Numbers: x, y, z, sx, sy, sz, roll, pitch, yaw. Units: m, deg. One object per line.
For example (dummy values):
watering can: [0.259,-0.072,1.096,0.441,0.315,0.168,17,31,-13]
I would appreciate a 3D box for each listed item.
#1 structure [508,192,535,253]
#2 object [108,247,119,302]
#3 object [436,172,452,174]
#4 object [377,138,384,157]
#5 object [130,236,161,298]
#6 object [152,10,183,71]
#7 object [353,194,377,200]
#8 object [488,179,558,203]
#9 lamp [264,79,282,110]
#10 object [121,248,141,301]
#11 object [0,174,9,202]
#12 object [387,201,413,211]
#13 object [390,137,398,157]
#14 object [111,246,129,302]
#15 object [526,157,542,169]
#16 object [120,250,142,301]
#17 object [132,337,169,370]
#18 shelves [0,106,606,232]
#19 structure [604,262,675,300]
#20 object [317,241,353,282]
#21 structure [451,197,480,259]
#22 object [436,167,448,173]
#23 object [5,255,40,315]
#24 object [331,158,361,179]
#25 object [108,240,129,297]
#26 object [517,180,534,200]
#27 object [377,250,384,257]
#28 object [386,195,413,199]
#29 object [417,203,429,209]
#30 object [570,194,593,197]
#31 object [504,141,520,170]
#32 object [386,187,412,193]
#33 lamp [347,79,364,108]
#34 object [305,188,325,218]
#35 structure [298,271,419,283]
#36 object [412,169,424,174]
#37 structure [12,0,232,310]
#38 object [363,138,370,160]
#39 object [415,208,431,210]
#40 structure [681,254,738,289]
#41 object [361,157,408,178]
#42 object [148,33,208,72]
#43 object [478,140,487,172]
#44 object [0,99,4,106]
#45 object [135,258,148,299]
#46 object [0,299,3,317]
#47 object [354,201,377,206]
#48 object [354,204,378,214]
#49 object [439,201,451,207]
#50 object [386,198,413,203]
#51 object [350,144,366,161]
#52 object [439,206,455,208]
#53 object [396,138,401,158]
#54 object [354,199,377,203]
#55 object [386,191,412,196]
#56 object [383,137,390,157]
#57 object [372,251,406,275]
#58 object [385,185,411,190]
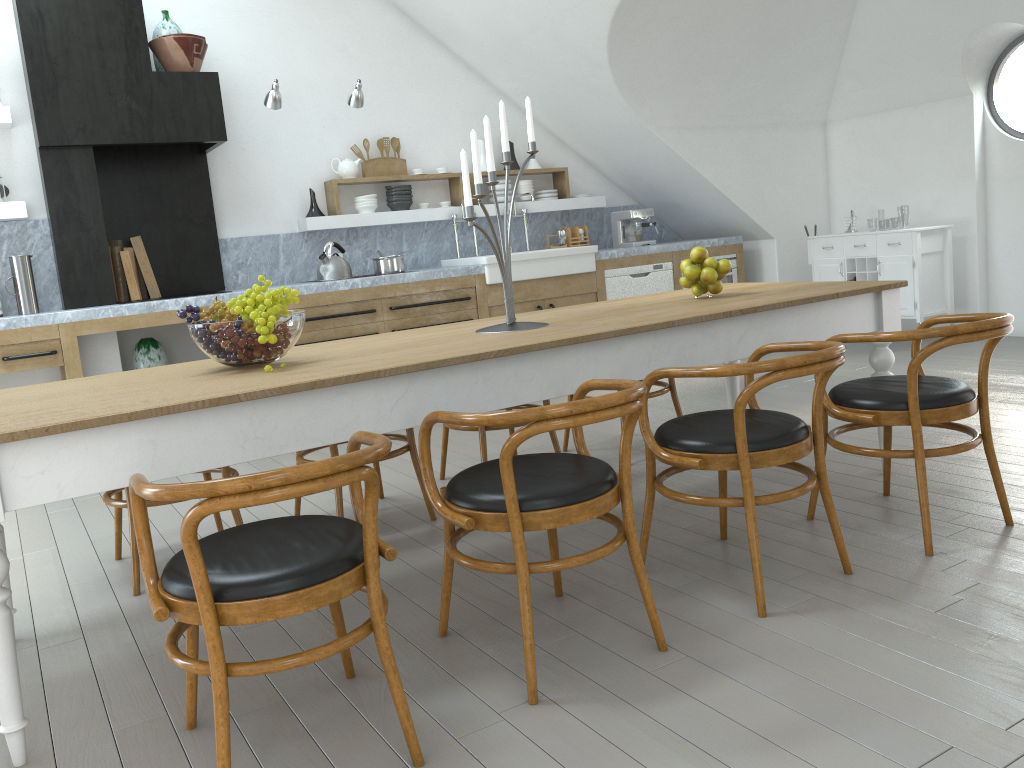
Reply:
structure: [0.129,-1.291,7.265,0.333,0.528,0.215,1,10,40]
object: [-2.601,-0.707,5.734,0.057,0.358,0.075,-8,8,-16]
object: [-0.558,-1.685,7.123,0.164,0.012,0.164,-8,9,-13]
object: [-1.003,-1.758,6.879,0.061,0.298,0.040,-10,9,-32]
object: [-2.434,-0.774,5.899,0.148,0.426,0.079,-5,8,5]
object: [-2.285,-2.235,5.929,0.231,0.501,0.232,-4,8,11]
object: [-1.119,-1.408,6.780,0.180,0.076,0.182,-5,9,7]
object: [0.097,-1.632,7.494,0.658,0.195,0.198,-11,10,-30]
lamp: [-1.530,-1.838,5.652,0.115,0.177,0.165,-7,8,-12]
object: [-2.503,-0.712,5.827,0.072,0.365,0.130,-7,8,-12]
object: [-3.001,-1.138,5.153,0.103,0.177,0.208,-7,8,-8]
object: [-0.874,-1.385,6.929,0.206,0.072,0.206,-14,12,-42]
object: [-0.911,-1.772,6.914,0.068,0.297,0.039,-10,9,-30]
object: [-2.544,-0.709,5.751,0.068,0.366,0.131,-8,8,-16]
object: [0.178,-1.932,7.550,0.156,0.217,0.156,1,11,41]
object: [-2.456,-0.695,5.718,0.081,0.335,0.148,-12,10,-39]
object: [-2.388,-0.059,5.884,0.231,0.496,0.232,-4,8,11]
shelves: [-1.576,-1.779,6.336,5.565,1.356,0.480,-12,10,-35]
structure: [0.913,-0.573,7.440,0.726,0.819,0.599,-10,9,-30]
object: [-1.246,-0.857,6.166,0.246,0.266,0.247,-9,9,-20]
structure: [-0.288,-1.211,7.021,0.333,0.528,0.215,1,10,40]
object: [-0.561,-1.708,7.120,0.099,0.048,0.099,-11,10,-32]
object: [-2.856,-0.574,5.162,0.165,0.338,0.114,-10,9,-27]
object: [-1.251,-1.633,6.718,0.174,0.168,0.168,2,11,43]
object: [-2.609,-0.727,5.908,0.089,0.457,0.111,-10,9,-30]
object: [0.109,-1.632,7.474,0.158,0.159,0.154,-6,8,-2]
object: [-0.921,-0.887,6.404,0.051,0.166,0.236,-11,10,-34]
object: [-0.874,-1.438,6.918,0.205,0.086,0.206,-4,9,12]
object: [-0.704,-1.412,7.055,0.099,0.048,0.099,-11,10,-32]
object: [0.607,-1.651,7.811,0.214,0.025,0.213,-14,12,-42]
object: [-0.011,-1.919,7.426,0.156,0.267,0.156,-9,9,-26]
object: [-0.880,-1.486,6.922,0.205,0.083,0.206,-6,9,-3]
lamp: [-1.035,-1.936,5.938,0.113,0.176,0.169,-12,10,-37]
object: [-1.476,-1.348,6.594,0.156,0.217,0.156,1,11,41]
structure: [-1.106,-0.746,6.351,0.739,0.041,0.648,-11,10,-30]
object: [-0.743,-1.673,7.013,0.099,0.048,0.099,-11,10,-32]
structure: [-2.445,-1.479,5.682,1.078,1.877,0.782,-10,9,-30]
object: [-1.105,-1.739,6.820,0.055,0.298,0.028,-10,9,-30]
object: [-0.702,-1.389,7.058,0.164,0.012,0.164,-8,9,-13]
structure: [1.551,-0.791,7.802,0.634,0.634,0.632,-10,10,-30]
object: [-0.991,-1.680,6.881,0.354,0.157,0.084,-11,9,-30]
object: [-2.118,-2.072,5.657,0.348,0.235,0.367,-8,9,-13]
object: [-0.238,-1.876,7.298,0.156,0.267,0.156,-13,10,-41]
object: [-2.976,-1.651,5.117,0.068,0.124,0.064,-11,10,-36]
object: [-2.527,-0.696,5.963,0.110,0.295,0.105,0,9,34]
object: [-3.021,-0.545,5.136,0.081,0.328,0.081,-6,8,-3]
object: [-1.118,-1.356,6.785,0.181,0.065,0.182,-5,9,7]
object: [-1.115,-1.334,6.788,0.181,0.063,0.182,-7,9,-8]
object: [-0.540,-1.444,7.151,0.099,0.048,0.099,-11,10,-32]
object: [-0.877,-1.411,6.925,0.205,0.086,0.206,-5,9,7]
object: [-1.134,-1.716,6.802,0.199,0.258,0.016,-9,8,-20]
object: [-0.538,-1.421,7.154,0.164,0.012,0.164,-8,9,-13]
object: [-0.888,-1.780,6.948,0.058,0.293,0.030,-10,9,-30]
object: [-1.118,-1.380,6.783,0.181,0.069,0.182,-8,9,-13]
object: [-0.879,-1.460,6.920,0.206,0.072,0.206,-14,12,-42]
object: [-0.964,-1.762,6.880,0.057,0.298,0.019,-10,9,-30]
object: [-0.833,-0.872,6.419,0.232,0.169,0.396,1,11,39]
object: [-0.886,-1.513,6.919,0.206,0.079,0.206,-10,10,-27]
